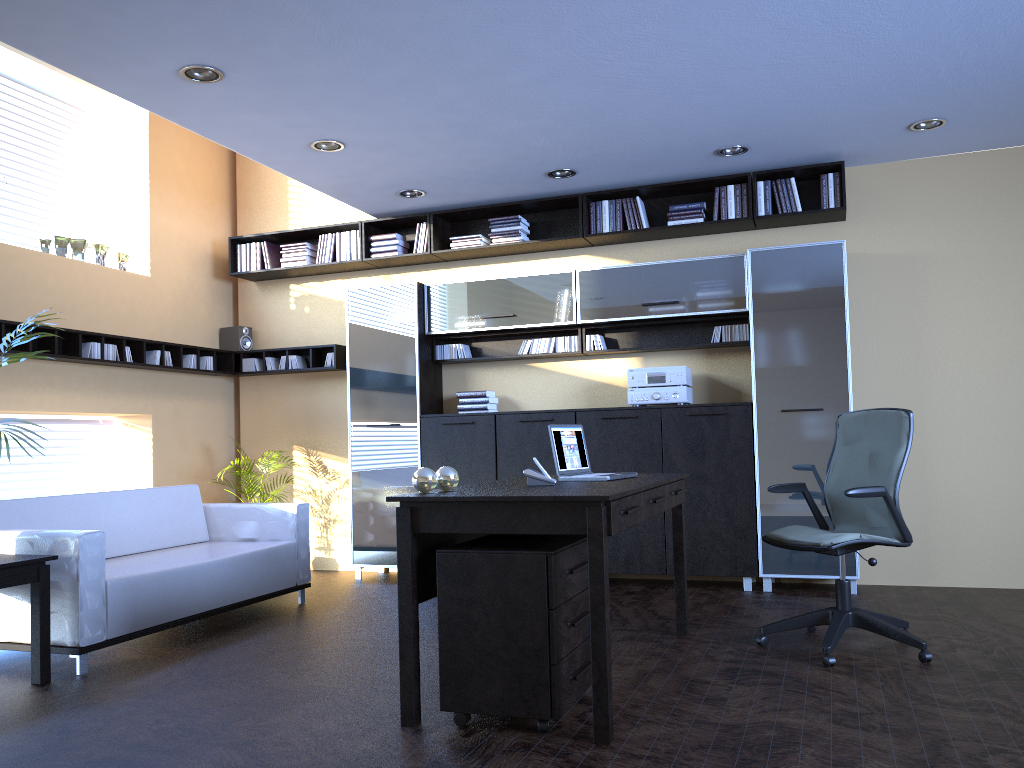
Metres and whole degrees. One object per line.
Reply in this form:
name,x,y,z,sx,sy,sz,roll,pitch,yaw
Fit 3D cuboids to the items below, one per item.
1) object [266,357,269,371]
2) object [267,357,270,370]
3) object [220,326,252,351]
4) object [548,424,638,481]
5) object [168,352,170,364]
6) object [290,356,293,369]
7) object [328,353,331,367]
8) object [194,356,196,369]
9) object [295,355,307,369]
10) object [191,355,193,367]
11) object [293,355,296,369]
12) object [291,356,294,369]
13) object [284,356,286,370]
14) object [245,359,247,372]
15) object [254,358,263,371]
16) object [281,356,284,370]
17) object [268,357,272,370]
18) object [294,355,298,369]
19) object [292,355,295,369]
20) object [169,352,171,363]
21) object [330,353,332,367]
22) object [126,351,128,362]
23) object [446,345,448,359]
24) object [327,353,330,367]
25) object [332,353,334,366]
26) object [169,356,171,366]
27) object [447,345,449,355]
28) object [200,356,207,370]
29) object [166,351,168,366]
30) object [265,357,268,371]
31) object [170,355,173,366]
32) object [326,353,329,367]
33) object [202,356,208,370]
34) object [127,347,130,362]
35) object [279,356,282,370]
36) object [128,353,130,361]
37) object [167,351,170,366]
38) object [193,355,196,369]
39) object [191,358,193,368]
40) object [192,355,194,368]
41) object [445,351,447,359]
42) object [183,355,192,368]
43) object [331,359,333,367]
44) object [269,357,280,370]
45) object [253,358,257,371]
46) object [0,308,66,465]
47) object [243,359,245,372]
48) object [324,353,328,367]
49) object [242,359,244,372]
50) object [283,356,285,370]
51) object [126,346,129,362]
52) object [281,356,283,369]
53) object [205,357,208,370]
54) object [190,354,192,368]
object,-2.150,-0.176,7.956,0.030,0.120,0.142,-2,-3,20
object,-2.141,-0.176,7.953,0.030,0.120,0.142,-2,-3,20
object,-2.516,-0.401,8.104,0.254,0.229,0.159,-3,-3,30
object,0.418,0.342,4.521,0.323,0.282,0.390,-3,-4,30
object,-2.864,-0.202,7.252,0.142,0.120,0.030,-3,-3,19
object,-1.931,-0.187,7.877,0.009,0.120,0.142,-2,-3,20
object,-1.553,-0.206,7.741,0.030,0.120,0.142,-2,-3,20
object,-2.754,-0.185,7.558,0.142,0.120,0.009,-3,-2,20
object,-1.868,-0.189,7.855,0.040,0.118,0.142,-2,-3,20
object,-2.769,-0.187,7.519,0.142,0.120,0.030,-3,-3,19
object,-1.892,-0.189,7.863,0.030,0.120,0.142,-2,-3,20
object,-1.911,-0.188,7.870,0.030,0.120,0.142,-2,-3,20
object,-1.982,-0.184,7.896,0.030,0.120,0.142,-2,-3,20
object,-2.368,-0.165,8.034,0.009,0.120,0.142,-2,-3,20
object,-2.268,-0.169,7.998,0.040,0.118,0.142,-2,-3,20
object,-2.002,-0.183,7.903,0.030,0.120,0.142,-2,-3,20
object,-2.131,-0.177,7.949,0.030,0.120,0.142,-2,-3,20
object,-1.882,-0.189,7.860,0.030,0.120,0.142,-2,-3,20
object,-1.901,-0.188,7.867,0.030,0.120,0.142,-2,-3,20
object,-2.857,-0.201,7.261,0.140,0.117,0.026,-3,-3,19
object,-1.543,-0.206,7.738,0.030,0.120,0.142,-2,-3,20
object,-3.018,-0.226,6.815,0.140,0.117,0.026,-3,-3,20
object,-0.512,-0.259,7.362,0.006,0.118,0.140,-2,-3,20
object,-1.563,-0.205,7.745,0.030,0.120,0.142,-2,-3,20
object,-1.524,-0.208,7.731,0.009,0.120,0.142,-2,-3,20
object,-2.861,-0.201,7.262,0.142,0.120,0.030,-3,-3,19
object,-0.502,-0.260,7.360,0.009,0.120,0.142,-2,-3,20
object,-2.709,-0.177,7.675,0.142,0.118,0.040,-3,-3,19
object,-2.871,-0.203,7.233,0.142,0.120,0.030,-3,-3,20
object,-2.160,-0.175,7.960,0.030,0.120,0.142,-2,-3,20
object,-2.857,-0.199,7.277,0.142,0.118,0.040,-3,-3,20
object,-1.572,-0.205,7.748,0.030,0.120,0.142,-2,-3,20
object,-2.705,-0.177,7.675,0.142,0.122,0.041,-3,-3,20
object,-3.017,-0.225,6.836,0.142,0.120,0.030,-3,-3,20
object,-2.026,-0.181,7.911,0.040,0.118,0.142,-2,-3,20
object,-3.016,-0.224,6.846,0.142,0.120,0.030,-3,-3,19
object,-2.864,-0.202,7.241,0.142,0.120,0.030,-3,-3,19
object,-2.758,-0.186,7.537,0.142,0.120,0.030,-3,-3,20
object,-2.766,-0.187,7.518,0.140,0.117,0.026,-3,-3,20
object,-2.764,-0.186,7.528,0.142,0.120,0.030,-3,-3,20
object,-0.521,-0.259,7.368,0.009,0.120,0.142,-2,-3,20
object,-2.779,-0.187,7.496,0.142,0.118,0.040,-3,-3,20
object,-1.543,-0.206,7.738,0.030,0.124,0.142,-2,-3,20
object,-2.117,-0.176,7.944,0.040,0.118,0.142,-2,-3,20
object,-2.291,-0.169,8.007,0.009,0.120,0.142,-2,-3,20
object,-3.147,0.551,4.629,1.897,1.857,1.040,-4,-4,40
object,-2.388,-0.164,8.041,0.009,0.120,0.142,-2,-3,20
object,-1.587,-0.203,7.753,0.040,0.118,0.142,-2,-3,20
object,-2.397,-0.163,8.045,0.009,0.120,0.142,-2,-3,20
object,-1.992,-0.184,7.899,0.030,0.120,0.142,-2,-3,20
object,-3.017,-0.225,6.825,0.142,0.120,0.030,-3,-3,20
object,-2.012,-0.183,7.906,0.030,0.120,0.142,-2,-3,20
object,-2.705,-0.177,7.700,0.142,0.120,0.009,-3,-2,20
object,-2.775,-0.187,7.511,0.142,0.120,0.030,-3,-3,19
